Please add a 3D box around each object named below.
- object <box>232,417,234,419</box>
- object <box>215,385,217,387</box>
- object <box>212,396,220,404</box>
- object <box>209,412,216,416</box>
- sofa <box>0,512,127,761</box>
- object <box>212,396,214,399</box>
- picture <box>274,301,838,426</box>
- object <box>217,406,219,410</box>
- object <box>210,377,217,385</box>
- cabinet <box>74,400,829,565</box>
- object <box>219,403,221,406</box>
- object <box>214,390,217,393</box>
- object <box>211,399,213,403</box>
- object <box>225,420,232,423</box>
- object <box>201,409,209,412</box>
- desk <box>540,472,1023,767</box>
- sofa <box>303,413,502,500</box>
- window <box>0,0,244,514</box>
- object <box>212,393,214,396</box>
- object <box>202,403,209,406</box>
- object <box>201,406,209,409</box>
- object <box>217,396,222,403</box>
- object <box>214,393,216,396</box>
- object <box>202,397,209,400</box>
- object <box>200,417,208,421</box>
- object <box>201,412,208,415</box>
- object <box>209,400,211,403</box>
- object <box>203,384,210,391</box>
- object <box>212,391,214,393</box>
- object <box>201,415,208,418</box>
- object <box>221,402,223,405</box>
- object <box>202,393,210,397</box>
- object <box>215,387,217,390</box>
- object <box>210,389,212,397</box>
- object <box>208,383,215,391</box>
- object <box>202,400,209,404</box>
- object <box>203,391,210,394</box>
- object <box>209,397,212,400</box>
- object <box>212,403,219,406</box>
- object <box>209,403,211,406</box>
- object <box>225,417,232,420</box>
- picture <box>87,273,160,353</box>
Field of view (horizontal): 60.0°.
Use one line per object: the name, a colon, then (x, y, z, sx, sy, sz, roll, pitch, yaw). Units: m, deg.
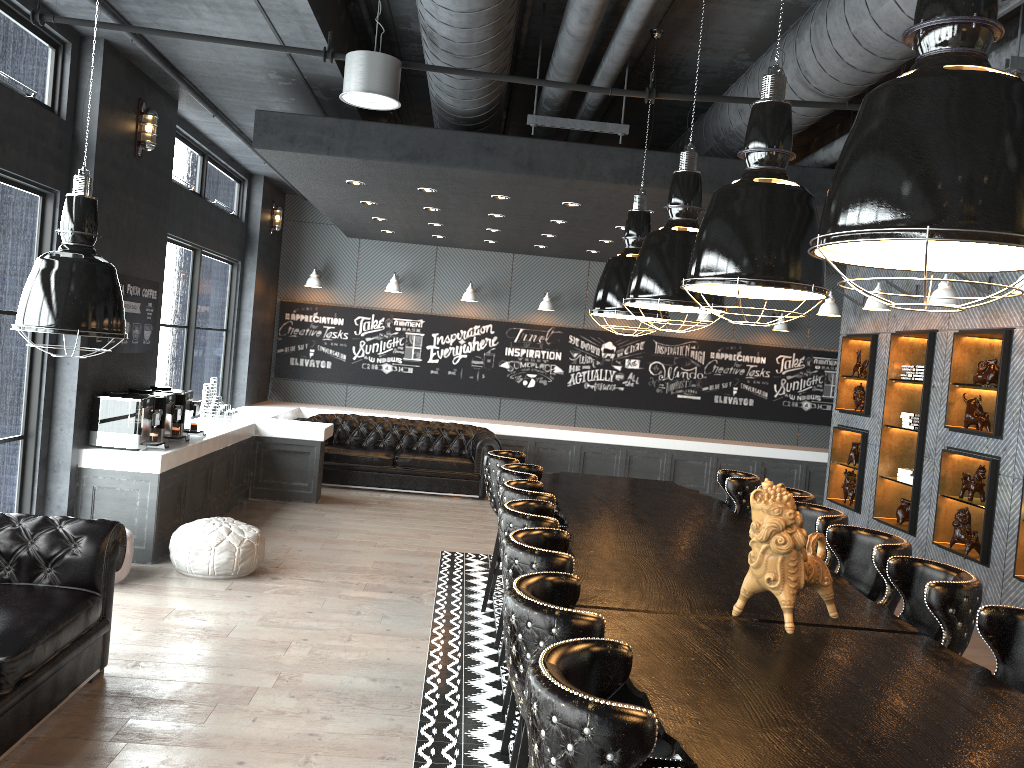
object: (-2.980, 0.333, 9.400, 0.074, 0.073, 0.074, 6, 2, 17)
object: (-3.209, -0.007, 9.541, 0.074, 0.073, 0.074, 6, 2, 28)
object: (-3.132, 0.170, 9.388, 0.074, 0.073, 0.074, 6, 2, 17)
object: (-3.139, 0.295, 9.308, 0.074, 0.073, 0.074, 6, 2, 17)
sofa: (-2.552, 1.056, 3.394, 1.239, 0.838, 2.567, 5, 2, -4)
object: (-3.217, 0.125, 9.462, 0.074, 0.073, 0.074, 6, 2, 17)
picture: (2.815, -0.099, 13.198, 12.464, 1.103, 0.200, 5, 1, -3)
object: (-3.138, 0.231, 9.389, 0.074, 0.073, 0.074, 6, 2, 17)
object: (-3.207, -0.034, 9.541, 0.074, 0.073, 0.074, 6, 2, 28)
cabinet: (0.756, 1.139, 9.970, 8.419, 0.826, 6.313, 5, 2, -3)
object: (-3.139, 0.194, 9.468, 0.074, 0.073, 0.074, 6, 2, 17)
object: (-3.215, 0.054, 9.543, 0.074, 0.073, 0.074, 6, 2, 28)
object: (-3.220, 0.159, 9.463, 0.074, 0.073, 0.074, 6, 2, 17)
object: (-2.979, 0.371, 9.319, 0.074, 0.073, 0.074, 6, 2, 17)
object: (-3.220, 0.253, 9.303, 0.074, 0.073, 0.074, 6, 2, 17)
desk: (0.886, 1.332, 3.281, 1.433, 0.927, 7.597, 5, 2, -3)
sofa: (-1.444, 0.886, 11.329, 2.565, 0.838, 1.240, 5, 2, -4)
window: (-3.096, -0.355, 0.969, 0.120, 3.728, 20.802, 5, 2, -3)
object: (-3.214, 0.091, 9.462, 0.074, 0.073, 0.074, 6, 2, 17)
object: (-3.214, 0.192, 9.302, 0.074, 0.073, 0.074, 6, 2, 17)
object: (-3.217, 0.227, 9.302, 0.074, 0.073, 0.074, 6, 2, 17)
object: (-3.136, 0.167, 9.468, 0.074, 0.073, 0.074, 6, 2, 17)
object: (-3.218, 0.088, 9.544, 0.074, 0.073, 0.074, 6, 2, 28)
object: (-3.209, 0.131, 9.300, 0.074, 0.073, 0.074, 6, 2, 17)
object: (-3.228, 0.349, 9.305, 0.074, 0.073, 0.074, 6, 2, 17)
object: (-3.223, 0.288, 9.304, 0.074, 0.073, 0.074, 6, 2, 17)
object: (-3.216, 0.162, 9.383, 0.074, 0.073, 0.074, 6, 2, 17)
object: (-3.200, 0.036, 9.298, 0.074, 0.073, 0.074, 6, 2, 17)
object: (-3.211, 0.057, 9.461, 0.074, 0.073, 0.074, 6, 2, 17)
object: (-3.225, 0.314, 9.304, 0.074, 0.073, 0.074, 6, 2, 17)
object: (-3.146, 0.225, 9.551, 0.074, 0.073, 0.074, 6, 2, 28)
object: (-3.206, 0.098, 9.299, 0.074, 0.073, 0.074, 6, 2, 17)
object: (-3.213, 0.027, 9.542, 0.074, 0.073, 0.074, 6, 2, 28)
object: (-3.210, 0.095, 9.381, 0.074, 0.073, 0.074, 6, 2, 17)
object: (-3.208, 0.030, 9.460, 0.074, 0.073, 0.074, 6, 2, 17)
object: (-3.212, 0.166, 9.301, 0.074, 0.073, 0.074, 6, 2, 17)
object: (-3.203, 0.063, 9.298, 0.074, 0.073, 0.074, 6, 2, 17)
object: (-3.213, 0.128, 9.382, 0.074, 0.073, 0.074, 6, 2, 17)
object: (-3.135, 0.197, 9.388, 0.074, 0.073, 0.074, 6, 2, 17)
object: (-3.218, 0.189, 9.384, 0.074, 0.073, 0.074, 6, 2, 17)
object: (-2.976, 0.337, 9.318, 0.074, 0.073, 0.074, 6, 2, 17)
picture: (-3.197, -0.573, 7.265, 0.086, 0.634, 1.390, 5, 2, -3)
